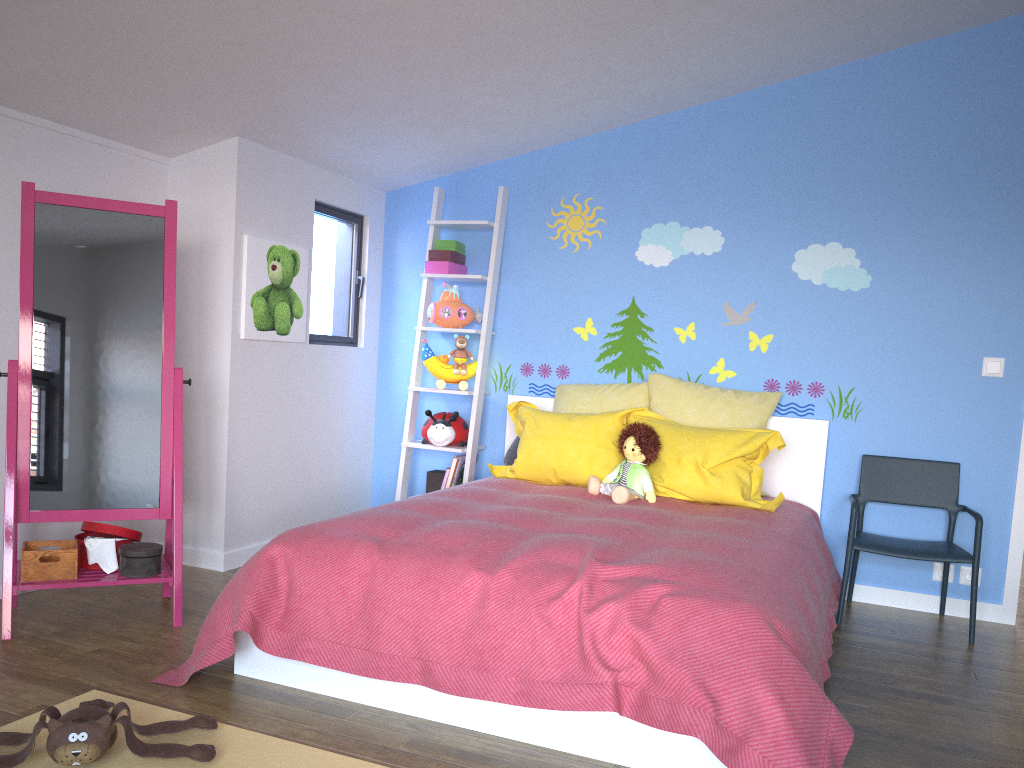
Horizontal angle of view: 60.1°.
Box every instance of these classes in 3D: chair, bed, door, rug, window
[{"bbox_3d":[1.654,0.662,3.708,0.511,0.677,0.415,5,4,18],"label":"chair"},{"bbox_3d":[0.260,0.523,3.230,1.923,0.814,2.313,5,2,22],"label":"bed"},{"bbox_3d":[2.822,-0.005,3.968,1.031,2.138,0.996,5,5,22],"label":"door"},{"bbox_3d":[-0.379,0.940,1.518,2.196,0.006,1.198,4,2,22],"label":"rug"},{"bbox_3d":[-0.956,-0.567,4.510,0.208,0.750,0.584,6,4,22],"label":"window"}]

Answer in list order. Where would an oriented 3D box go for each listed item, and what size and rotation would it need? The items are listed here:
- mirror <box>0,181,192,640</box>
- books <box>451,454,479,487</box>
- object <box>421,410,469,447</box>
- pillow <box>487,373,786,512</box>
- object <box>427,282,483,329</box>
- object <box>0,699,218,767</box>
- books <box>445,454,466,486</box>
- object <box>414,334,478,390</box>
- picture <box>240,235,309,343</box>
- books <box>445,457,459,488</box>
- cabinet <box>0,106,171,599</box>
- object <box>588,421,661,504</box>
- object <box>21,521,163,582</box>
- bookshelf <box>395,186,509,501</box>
[{"bbox_3d":[-1.439,0.081,3.079,0.611,1.496,0.415,1,5,-27],"label":"mirror"},{"bbox_3d":[1.816,3.804,6.009,5.396,6.739,0.358,2,5,-27],"label":"books"},{"bbox_3d":[-0.352,0.219,4.500,0.252,0.184,0.322,5,3,28],"label":"object"},{"bbox_3d":[0.556,0.215,3.936,1.342,0.534,0.678,5,3,23],"label":"pillow"},{"bbox_3d":[-0.281,-0.396,4.494,0.295,0.235,0.157,3,4,-8],"label":"object"},{"bbox_3d":[-1.028,0.802,2.140,0.606,0.112,0.397,3,2,-19],"label":"object"},{"bbox_3d":[-0.278,0.479,4.491,0.077,0.254,0.208,5,4,22],"label":"books"},{"bbox_3d":[-0.308,-0.111,4.452,0.372,0.282,0.153,3,4,-6],"label":"object"},{"bbox_3d":[-1.065,-0.416,3.995,0.026,0.445,0.449,6,4,22],"label":"picture"},{"bbox_3d":[-0.274,0.483,4.446,0.079,0.249,0.197,5,4,22],"label":"books"},{"bbox_3d":[-2.344,-0.083,1.954,0.052,1.770,4.224,6,3,22],"label":"cabinet"},{"bbox_3d":[0.462,0.317,3.550,0.251,0.343,0.285,1,5,-34],"label":"object"},{"bbox_3d":[-1.483,0.572,3.151,0.445,0.160,0.366,3,3,-22],"label":"object"},{"bbox_3d":[-0.319,-0.082,4.504,0.390,1.859,0.379,6,5,22],"label":"bookshelf"}]
